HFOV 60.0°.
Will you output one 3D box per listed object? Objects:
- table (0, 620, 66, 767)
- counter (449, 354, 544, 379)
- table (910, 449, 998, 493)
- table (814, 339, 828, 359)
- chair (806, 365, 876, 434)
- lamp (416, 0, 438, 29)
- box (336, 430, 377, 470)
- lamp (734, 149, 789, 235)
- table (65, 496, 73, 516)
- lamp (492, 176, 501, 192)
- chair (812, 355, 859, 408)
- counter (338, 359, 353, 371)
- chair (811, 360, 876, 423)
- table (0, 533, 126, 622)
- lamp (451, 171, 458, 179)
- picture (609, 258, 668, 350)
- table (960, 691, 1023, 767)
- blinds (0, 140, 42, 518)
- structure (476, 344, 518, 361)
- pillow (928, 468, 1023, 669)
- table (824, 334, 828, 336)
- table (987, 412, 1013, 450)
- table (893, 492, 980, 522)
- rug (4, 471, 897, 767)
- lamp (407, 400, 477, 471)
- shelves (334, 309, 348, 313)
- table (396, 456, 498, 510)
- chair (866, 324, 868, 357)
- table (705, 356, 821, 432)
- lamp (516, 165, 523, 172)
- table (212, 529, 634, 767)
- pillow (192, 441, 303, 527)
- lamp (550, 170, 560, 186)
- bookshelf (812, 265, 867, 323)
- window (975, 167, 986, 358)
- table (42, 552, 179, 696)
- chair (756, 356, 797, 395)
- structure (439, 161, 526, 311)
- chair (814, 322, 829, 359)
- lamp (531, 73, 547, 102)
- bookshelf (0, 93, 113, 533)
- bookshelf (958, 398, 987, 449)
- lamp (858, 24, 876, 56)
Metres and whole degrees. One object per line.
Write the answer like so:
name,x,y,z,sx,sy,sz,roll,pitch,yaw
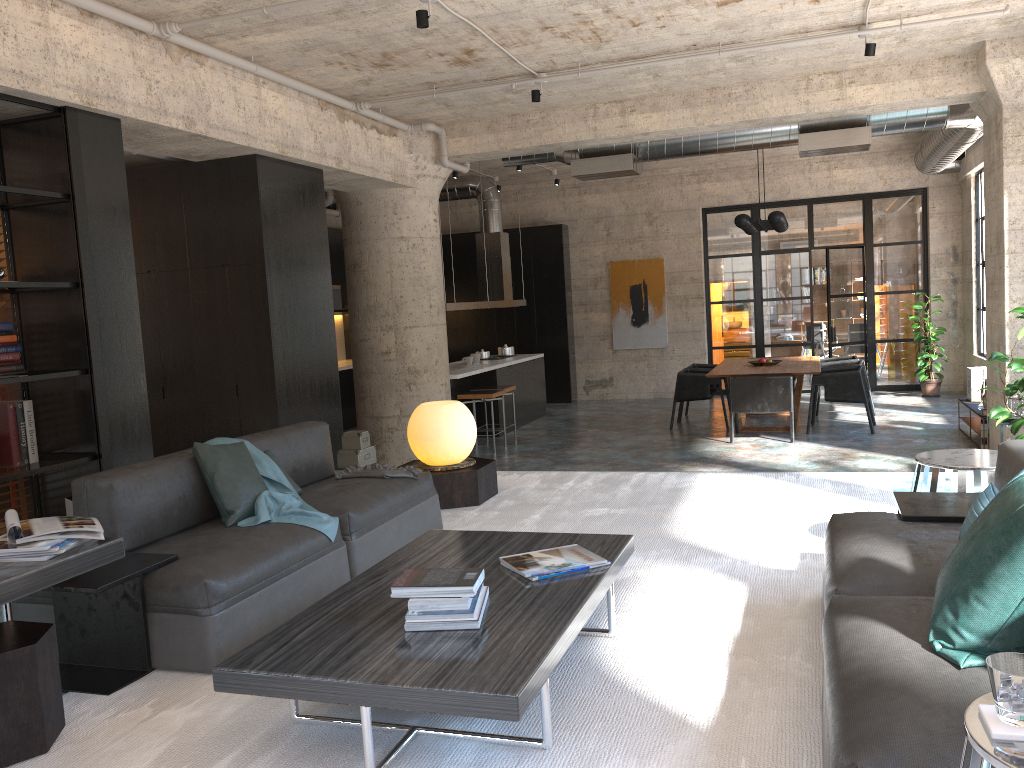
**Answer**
table,-1.590,0.954,2.734,0.316,0.340,0.365,-4,5,-11
counter,-0.545,-0.249,12.141,1.000,0.046,3.500,-2,5,19
table,2.037,0.560,3.943,0.620,0.472,0.620,-1,5,22
table,6.294,-0.469,16.308,1.800,0.721,0.800,-2,5,19
chair,3.928,0.179,10.589,0.754,0.738,0.707,-1,6,24
lamp,-0.514,-2.273,5.351,0.141,0.215,0.107,-3,5,1
box,-1.310,0.620,7.487,0.280,0.441,0.331,-3,5,8
lamp,3.157,-2.608,11.228,0.583,1.327,1.813,-2,5,19
table,-2.319,0.794,5.023,0.316,0.340,0.365,-8,7,-41
lamp,-0.247,-3.217,14.285,0.145,0.236,0.107,-3,5,2
chair,4.481,0.008,12.121,0.754,0.738,0.707,-2,5,19
counter,-3.117,-0.139,13.200,1.000,0.142,4.360,-2,5,19
chair,4.246,0.089,11.369,0.754,0.738,0.707,-1,6,24
table,-1.803,0.854,2.783,0.800,0.570,0.800,-2,5,19
lamp,-0.834,-3.020,12.522,0.145,0.236,0.107,-3,5,2
picture,2.135,-1.344,14.953,0.928,1.494,0.029,-2,5,19
table,0.863,0.803,1.293,0.549,0.603,0.549,-4,5,-2
blinds,-3.548,0.029,4.149,0.136,3.160,2.915,-2,5,19
structure,-0.281,-0.477,13.195,0.506,0.187,0.833,-2,5,19
pillow,1.329,0.380,2.366,0.349,0.466,1.042,-1,6,29
table,6.698,-0.659,18.151,1.800,0.721,0.800,-2,5,19
table,4.201,0.546,7.265,0.450,0.563,0.600,-2,5,19
table,1.753,0.664,3.498,0.420,0.390,0.413,-2,5,19
rug,-0.140,1.031,2.748,2.954,0.032,7.768,-2,5,19
lamp,-0.464,0.331,5.903,0.462,0.417,0.462,-8,7,-43
shelves,-3.443,-1.042,13.212,0.403,0.043,4.362,-2,5,19
table,-0.502,0.671,5.770,0.616,0.230,1.044,-2,5,19
chair,6.215,-0.579,15.936,0.653,1.015,0.684,-2,5,18
table,3.315,0.126,11.483,1.299,0.756,2.410,-2,5,19
lamp,0.072,-3.047,12.212,0.145,0.236,0.107,-3,5,2
table,-0.163,0.853,3.043,0.900,0.309,1.500,-2,5,19
pillow,-1.203,0.430,4.184,0.320,0.393,0.670,-1,6,25
lamp,0.679,-3.245,13.968,0.145,0.236,0.107,-3,5,2
bookshelf,7.342,-1.581,19.829,3.034,2.179,0.366,-2,5,19
window,7.233,-1.899,14.496,0.081,2.530,7.902,-2,5,19
table,-1.545,0.880,3.325,0.420,0.390,0.413,-2,5,19
chair,3.748,-0.008,12.795,0.707,0.738,0.754,-2,5,19
structure,-0.596,-2.069,12.112,0.538,2.100,3.117,-2,5,19
chair,6.099,-0.723,17.634,0.684,1.015,0.653,-7,6,-37
lamp,0.232,-2.513,7.525,0.141,0.215,0.107,-3,5,1
bookshelf,-3.221,-0.172,4.021,0.628,2.571,2.900,-2,5,19
bookshelf,5.030,0.415,9.365,0.350,0.347,1.600,-2,5,19
lamp,2.672,-2.576,6.677,0.107,0.236,0.145,-3,5,2
